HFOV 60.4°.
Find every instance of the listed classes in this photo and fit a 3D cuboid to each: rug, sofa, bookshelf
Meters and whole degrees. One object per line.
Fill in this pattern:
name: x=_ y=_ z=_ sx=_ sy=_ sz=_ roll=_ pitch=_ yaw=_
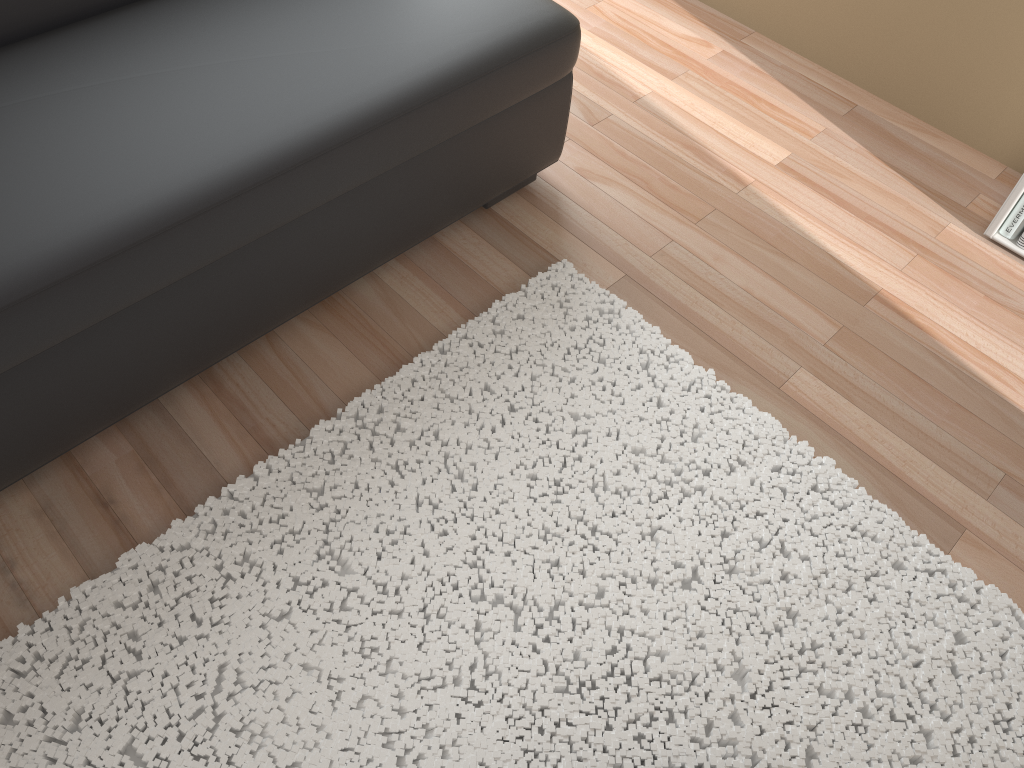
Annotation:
rug: x=-0.119 y=0.696 z=1.148 sx=2.088 sy=0.043 sz=1.494 roll=-36 pitch=62 yaw=-29
sofa: x=-0.924 y=-0.460 z=1.528 sx=0.980 sy=0.787 sz=2.329 roll=39 pitch=57 yaw=24
bookshelf: x=1.724 y=-0.764 z=1.235 sx=0.343 sy=2.013 sz=1.072 roll=-34 pitch=62 yaw=-28

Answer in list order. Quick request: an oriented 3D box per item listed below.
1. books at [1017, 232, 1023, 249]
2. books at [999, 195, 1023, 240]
books: x=1.313 y=-0.457 z=2.077 sx=0.041 sy=0.243 sz=0.214 roll=39 pitch=57 yaw=23
books: x=1.284 y=-0.489 z=2.101 sx=0.041 sy=0.243 sz=0.214 roll=39 pitch=58 yaw=23
